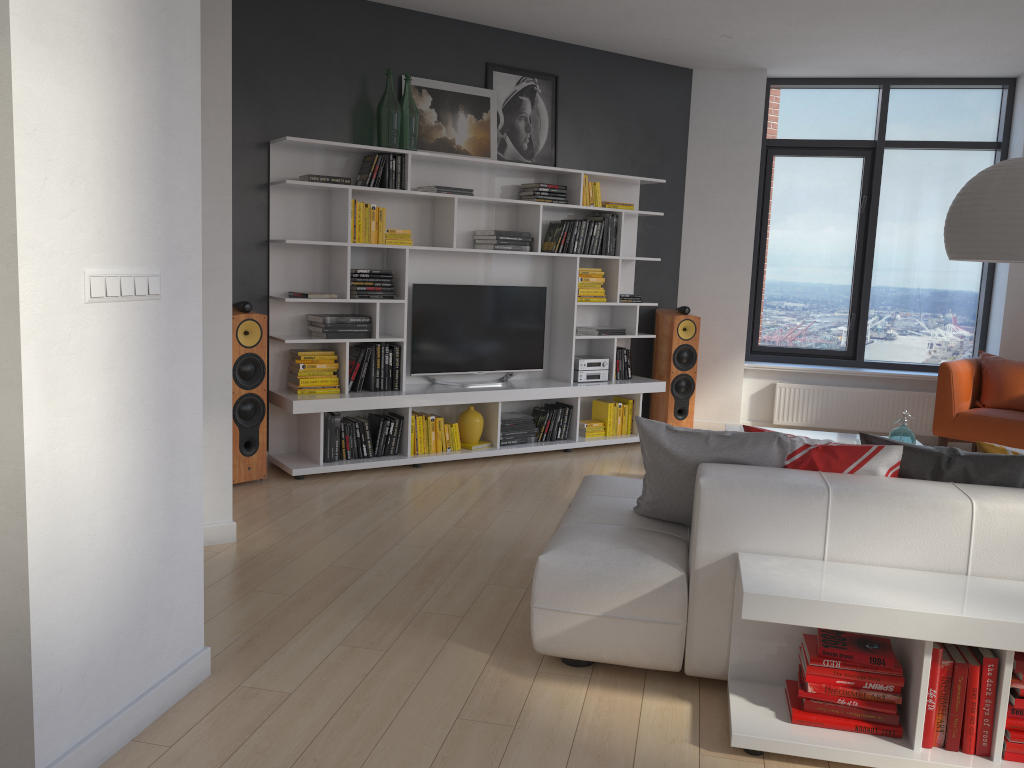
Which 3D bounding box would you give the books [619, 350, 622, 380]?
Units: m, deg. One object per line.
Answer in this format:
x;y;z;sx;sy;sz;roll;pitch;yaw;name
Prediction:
0.796;-0.158;6.970;0.049;0.236;0.170;-3;9;-33;books

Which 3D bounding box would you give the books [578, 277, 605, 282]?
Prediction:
0.560;-0.798;6.768;0.239;0.033;0.176;-2;9;-30;books

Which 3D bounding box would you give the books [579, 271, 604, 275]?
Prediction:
0.564;-0.848;6.761;0.223;0.023;0.163;-2;9;-29;books

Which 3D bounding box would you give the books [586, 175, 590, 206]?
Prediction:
0.510;-1.426;6.567;0.054;0.224;0.164;-3;9;-34;books

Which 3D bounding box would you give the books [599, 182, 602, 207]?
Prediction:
0.616;-1.408;6.619;0.044;0.184;0.142;-3;9;-32;books

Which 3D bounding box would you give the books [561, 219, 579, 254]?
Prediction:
0.406;-1.092;6.578;0.075;0.254;0.192;-3;9;-34;books

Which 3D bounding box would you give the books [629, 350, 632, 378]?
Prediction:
0.877;-0.166;7.055;0.077;0.233;0.179;-3;9;-33;books

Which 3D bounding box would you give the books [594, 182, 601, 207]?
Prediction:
0.601;-1.406;6.599;0.064;0.184;0.141;-3;9;-32;books

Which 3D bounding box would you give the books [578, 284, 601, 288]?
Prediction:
0.547;-0.750;6.749;0.217;0.023;0.145;-2;9;-29;books

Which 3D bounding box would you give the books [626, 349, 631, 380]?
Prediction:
0.867;-0.164;7.010;0.066;0.242;0.177;-3;9;-33;books

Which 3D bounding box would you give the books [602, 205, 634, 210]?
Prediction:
0.771;-1.343;6.771;0.257;0.028;0.194;-2;9;-28;books

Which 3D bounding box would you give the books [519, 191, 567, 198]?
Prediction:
0.222;-1.376;6.455;0.284;0.030;0.214;-2;9;-30;books

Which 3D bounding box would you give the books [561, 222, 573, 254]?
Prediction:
0.365;-1.077;6.536;0.081;0.233;0.169;-3;9;-34;books

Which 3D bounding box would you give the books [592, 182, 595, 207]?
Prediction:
0.567;-1.401;6.574;0.044;0.178;0.128;-3;9;-33;books

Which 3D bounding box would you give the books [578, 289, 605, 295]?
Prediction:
0.552;-0.706;6.767;0.243;0.042;0.189;-3;9;-33;books

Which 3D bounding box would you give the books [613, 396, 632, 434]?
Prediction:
0.869;0.245;7.007;0.029;0.270;0.204;-3;9;-33;books

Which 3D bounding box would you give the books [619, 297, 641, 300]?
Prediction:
0.886;-0.671;6.929;0.198;0.015;0.142;-3;10;-35;books

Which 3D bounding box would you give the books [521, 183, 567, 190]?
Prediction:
0.233;-1.428;6.434;0.266;0.030;0.209;-4;10;-40;books

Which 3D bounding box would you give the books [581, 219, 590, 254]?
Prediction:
0.489;-1.098;6.630;0.066;0.260;0.197;-3;9;-33;books

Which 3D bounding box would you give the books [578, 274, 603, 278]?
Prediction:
0.554;-0.826;6.762;0.227;0.022;0.160;0;8;-18;books

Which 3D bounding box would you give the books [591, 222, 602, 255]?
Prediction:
0.582;-1.098;6.687;0.084;0.249;0.191;-3;9;-33;books

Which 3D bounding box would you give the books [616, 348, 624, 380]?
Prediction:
0.819;-0.162;6.975;0.050;0.242;0.169;-3;9;-34;books

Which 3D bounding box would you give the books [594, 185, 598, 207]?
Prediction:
0.589;-1.391;6.576;0.046;0.161;0.108;-3;9;-34;books

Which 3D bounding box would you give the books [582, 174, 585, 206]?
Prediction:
0.480;-1.422;6.515;0.041;0.229;0.161;-3;9;-34;books

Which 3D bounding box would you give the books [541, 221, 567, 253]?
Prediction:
0.305;-1.076;6.508;0.104;0.234;0.182;-3;9;-33;books

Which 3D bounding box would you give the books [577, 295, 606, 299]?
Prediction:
0.552;-0.672;6.767;0.257;0.024;0.203;-2;9;-30;books

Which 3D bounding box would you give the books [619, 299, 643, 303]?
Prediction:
0.888;-0.652;6.930;0.213;0.023;0.161;-2;9;-30;books

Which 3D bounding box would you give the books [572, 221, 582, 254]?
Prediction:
0.432;-1.085;6.588;0.068;0.243;0.179;-3;9;-34;books

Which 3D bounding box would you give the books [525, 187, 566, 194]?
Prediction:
0.240;-1.400;6.430;0.246;0.026;0.180;-2;9;-31;books

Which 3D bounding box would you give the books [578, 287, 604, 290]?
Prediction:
0.543;-0.735;6.773;0.251;0.014;0.189;-2;9;-30;books

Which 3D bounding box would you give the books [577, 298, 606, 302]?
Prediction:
0.558;-0.645;6.765;0.257;0.028;0.194;-2;9;-28;books

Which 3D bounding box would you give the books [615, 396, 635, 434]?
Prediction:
0.886;0.243;7.029;0.025;0.270;0.213;-3;9;-33;books

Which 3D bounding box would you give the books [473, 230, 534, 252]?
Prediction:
-0.061;-1.017;6.317;0.343;0.137;0.277;-4;10;-38;books

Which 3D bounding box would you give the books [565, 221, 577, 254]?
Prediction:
0.401;-1.080;6.544;0.069;0.242;0.172;-3;9;-32;books

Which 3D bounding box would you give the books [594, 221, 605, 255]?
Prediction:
0.610;-1.104;6.706;0.066;0.260;0.197;-3;9;-33;books

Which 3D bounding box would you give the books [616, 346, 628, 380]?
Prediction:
0.838;-0.169;6.999;0.066;0.255;0.193;-3;9;-34;books

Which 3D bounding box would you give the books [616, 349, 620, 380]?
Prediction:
0.773;-0.159;6.962;0.053;0.240;0.189;-3;9;-33;books

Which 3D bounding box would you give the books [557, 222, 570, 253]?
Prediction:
0.331;-1.078;6.531;0.096;0.234;0.187;-3;9;-33;books

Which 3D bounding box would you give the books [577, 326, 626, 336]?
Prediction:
0.692;-0.414;6.895;0.310;0.047;0.250;-4;10;-38;books

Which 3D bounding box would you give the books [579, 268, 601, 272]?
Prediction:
0.545;-0.874;6.771;0.223;0.023;0.163;-2;9;-29;books

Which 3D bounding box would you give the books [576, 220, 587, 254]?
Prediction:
0.461;-1.092;6.612;0.084;0.249;0.191;-3;9;-33;books

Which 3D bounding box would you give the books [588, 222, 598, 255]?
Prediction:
0.556;-1.092;6.657;0.071;0.243;0.179;-3;9;-34;books

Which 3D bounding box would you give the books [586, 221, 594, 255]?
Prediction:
0.527;-1.097;6.653;0.075;0.254;0.192;-3;9;-34;books

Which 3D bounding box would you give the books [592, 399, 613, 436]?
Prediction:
0.699;0.261;6.892;0.044;0.255;0.198;-3;9;-33;books

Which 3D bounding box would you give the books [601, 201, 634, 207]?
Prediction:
0.765;-1.370;6.773;0.257;0.024;0.203;-2;9;-30;books

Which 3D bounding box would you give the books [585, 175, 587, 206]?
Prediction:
0.489;-1.423;6.543;0.041;0.224;0.163;-3;10;-35;books

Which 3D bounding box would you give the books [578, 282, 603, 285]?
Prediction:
0.549;-0.772;6.767;0.239;0.019;0.171;-3;9;-33;books

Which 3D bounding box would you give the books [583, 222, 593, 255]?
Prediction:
0.522;-1.085;6.620;0.069;0.242;0.172;-3;9;-32;books

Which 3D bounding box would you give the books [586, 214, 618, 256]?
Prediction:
0.677;-1.137;6.779;0.128;0.321;0.259;-3;9;-33;books

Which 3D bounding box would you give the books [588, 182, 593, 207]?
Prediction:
0.547;-1.402;6.569;0.054;0.180;0.132;-3;9;-33;books

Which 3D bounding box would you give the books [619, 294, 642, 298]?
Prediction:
0.881;-0.692;6.940;0.213;0.023;0.161;-2;9;-30;books
